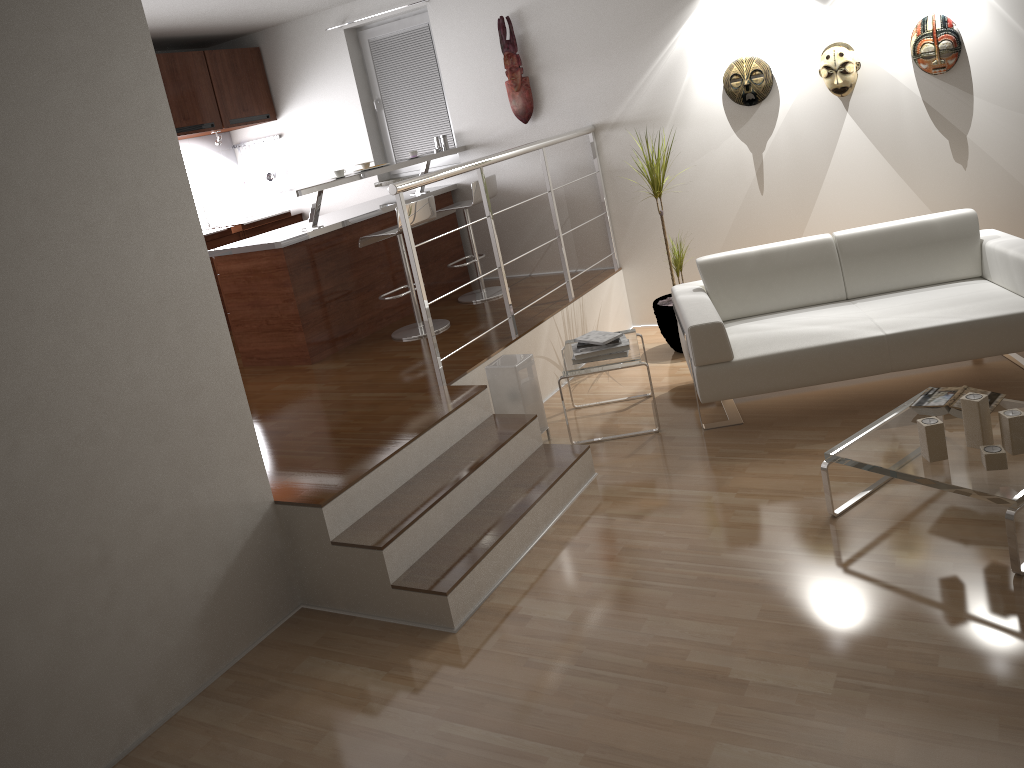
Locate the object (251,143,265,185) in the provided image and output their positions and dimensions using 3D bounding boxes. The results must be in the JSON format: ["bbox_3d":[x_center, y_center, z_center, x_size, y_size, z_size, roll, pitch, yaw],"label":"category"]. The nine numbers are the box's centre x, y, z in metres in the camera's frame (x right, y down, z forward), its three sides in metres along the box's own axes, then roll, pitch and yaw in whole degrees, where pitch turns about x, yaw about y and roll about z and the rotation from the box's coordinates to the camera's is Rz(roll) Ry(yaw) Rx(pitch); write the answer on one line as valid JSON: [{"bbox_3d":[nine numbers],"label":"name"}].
[{"bbox_3d":[-2.279,-1.966,7.829,0.106,0.367,0.021,-6,11,33],"label":"object"}]

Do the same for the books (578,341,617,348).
[{"bbox_3d":[0.452,-0.229,4.561,0.215,0.014,0.158,-8,18,12],"label":"books"}]

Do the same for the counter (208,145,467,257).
[{"bbox_3d":[-1.117,-1.356,6.253,0.834,0.309,2.185,-2,20,31],"label":"counter"}]

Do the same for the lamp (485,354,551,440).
[{"bbox_3d":[0.035,0.102,4.566,0.197,0.468,0.199,-5,12,32],"label":"lamp"}]

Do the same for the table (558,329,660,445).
[{"bbox_3d":[0.513,0.001,4.697,0.462,0.389,0.571,-10,15,8],"label":"table"}]

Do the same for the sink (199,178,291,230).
[{"bbox_3d":[-2.369,-1.534,7.599,0.597,0.563,0.697,-3,16,32],"label":"sink"}]

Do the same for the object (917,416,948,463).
[{"bbox_3d":[1.475,0.188,3.075,0.067,0.146,0.069,-12,11,3],"label":"object"}]

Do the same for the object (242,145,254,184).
[{"bbox_3d":[-2.377,-1.968,7.897,0.033,0.367,0.008,-6,11,33],"label":"object"}]

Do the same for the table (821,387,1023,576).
[{"bbox_3d":[1.687,0.304,3.220,0.814,0.242,0.707,-22,19,-31],"label":"table"}]

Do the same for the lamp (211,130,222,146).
[{"bbox_3d":[-2.438,-2.035,7.252,0.081,0.121,0.081,-16,12,-17],"label":"lamp"}]

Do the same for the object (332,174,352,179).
[{"bbox_3d":[-1.109,-1.324,5.618,0.139,0.008,0.134,0,21,34],"label":"object"}]

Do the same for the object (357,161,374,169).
[{"bbox_3d":[-0.991,-1.495,5.993,0.129,0.040,0.145,-1,20,33],"label":"object"}]

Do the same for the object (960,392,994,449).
[{"bbox_3d":[1.642,0.124,3.092,0.068,0.191,0.067,-18,12,-31],"label":"object"}]

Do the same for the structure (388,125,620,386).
[{"bbox_3d":[0.090,-0.907,5.304,0.057,1.019,2.414,-6,17,32],"label":"structure"}]

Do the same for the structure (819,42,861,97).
[{"bbox_3d":[1.950,-1.875,5.238,0.241,0.320,0.134,-4,13,33],"label":"structure"}]

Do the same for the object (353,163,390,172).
[{"bbox_3d":[-0.963,-1.495,6.053,0.217,0.010,0.321,0,21,33],"label":"object"}]

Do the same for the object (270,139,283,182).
[{"bbox_3d":[-2.079,-1.966,7.704,0.071,0.371,0.024,-6,11,33],"label":"object"}]

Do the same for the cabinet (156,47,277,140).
[{"bbox_3d":[-3.047,-2.102,6.635,0.647,0.616,2.825,-4,19,32],"label":"cabinet"}]

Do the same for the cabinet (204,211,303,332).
[{"bbox_3d":[-2.922,-0.539,6.531,0.676,0.775,3.640,-4,19,32],"label":"cabinet"}]

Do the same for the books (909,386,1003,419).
[{"bbox_3d":[1.741,0.069,3.424,0.292,0.054,0.210,6,25,46],"label":"books"}]

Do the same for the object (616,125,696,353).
[{"bbox_3d":[0.968,-0.916,5.536,0.439,1.434,0.517,-2,14,45],"label":"object"}]

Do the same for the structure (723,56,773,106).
[{"bbox_3d":[1.486,-1.914,5.544,0.315,0.307,0.071,-3,13,32],"label":"structure"}]

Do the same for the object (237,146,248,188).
[{"bbox_3d":[-2.441,-1.960,7.923,0.064,0.372,0.034,-6,11,33],"label":"object"}]

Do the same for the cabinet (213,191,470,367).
[{"bbox_3d":[-1.125,-0.811,6.281,0.630,0.728,1.920,-4,18,32],"label":"cabinet"}]

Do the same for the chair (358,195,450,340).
[{"bbox_3d":[-0.667,-0.749,5.634,0.423,0.825,0.402,-4,13,37],"label":"chair"}]

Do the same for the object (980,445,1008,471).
[{"bbox_3d":[1.617,0.241,2.940,0.067,0.072,0.070,-8,14,17],"label":"object"}]

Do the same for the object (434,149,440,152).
[{"bbox_3d":[-0.576,-1.793,6.717,0.050,0.019,0.052,0,20,34],"label":"object"}]

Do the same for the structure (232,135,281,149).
[{"bbox_3d":[-2.281,-2.161,7.813,0.594,0.033,0.050,-1,19,32],"label":"structure"}]

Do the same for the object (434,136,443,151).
[{"bbox_3d":[-0.571,-1.858,6.772,0.052,0.106,0.054,-9,11,17],"label":"object"}]

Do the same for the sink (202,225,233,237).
[{"bbox_3d":[-2.654,-1.113,7.078,0.597,0.194,0.624,-1,20,31],"label":"sink"}]

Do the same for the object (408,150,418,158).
[{"bbox_3d":[-0.713,-1.670,6.365,0.080,0.044,0.068,-18,16,-20],"label":"object"}]

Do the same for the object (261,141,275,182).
[{"bbox_3d":[-2.175,-1.981,7.786,0.090,0.355,0.045,-6,11,32],"label":"object"}]

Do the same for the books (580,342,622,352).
[{"bbox_3d":[0.455,-0.215,4.563,0.216,0.014,0.157,-11,17,2],"label":"books"}]

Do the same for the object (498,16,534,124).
[{"bbox_3d":[0.020,-2.268,6.335,0.152,0.768,0.154,-14,10,-12],"label":"object"}]

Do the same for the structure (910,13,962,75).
[{"bbox_3d":[2.405,-1.931,4.980,0.263,0.345,0.078,-4,12,32],"label":"structure"}]

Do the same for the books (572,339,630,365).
[{"bbox_3d":[0.465,-0.170,4.571,0.286,0.026,0.236,-8,18,12],"label":"books"}]

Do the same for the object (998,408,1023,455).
[{"bbox_3d":[1.725,0.158,3.006,0.067,0.147,0.069,-12,11,3],"label":"object"}]

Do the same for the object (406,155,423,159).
[{"bbox_3d":[-0.712,-1.644,6.357,0.139,0.008,0.135,-8,18,12],"label":"object"}]

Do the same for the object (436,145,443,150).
[{"bbox_3d":[-0.555,-1.811,6.715,0.051,0.044,0.052,-14,14,-10],"label":"object"}]

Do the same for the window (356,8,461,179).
[{"bbox_3d":[-0.799,-2.331,7.078,0.838,1.233,0.147,-4,12,32],"label":"window"}]

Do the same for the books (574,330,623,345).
[{"bbox_3d":[0.450,-0.242,4.559,0.156,0.014,0.218,-24,21,-35],"label":"books"}]

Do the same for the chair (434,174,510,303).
[{"bbox_3d":[-0.276,-1.044,6.300,0.422,0.825,0.401,-6,12,28],"label":"chair"}]

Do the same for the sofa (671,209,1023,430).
[{"bbox_3d":[1.766,-0.369,4.480,1.775,0.719,0.940,-10,14,7],"label":"sofa"}]

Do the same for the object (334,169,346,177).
[{"bbox_3d":[-1.102,-1.351,5.625,0.080,0.044,0.069,-16,15,-13],"label":"object"}]

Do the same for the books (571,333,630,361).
[{"bbox_3d":[0.460,-0.195,4.567,0.287,0.026,0.235,-11,17,2],"label":"books"}]

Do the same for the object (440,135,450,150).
[{"bbox_3d":[-0.518,-1.862,6.747,0.052,0.108,0.054,-9,11,17],"label":"object"}]
